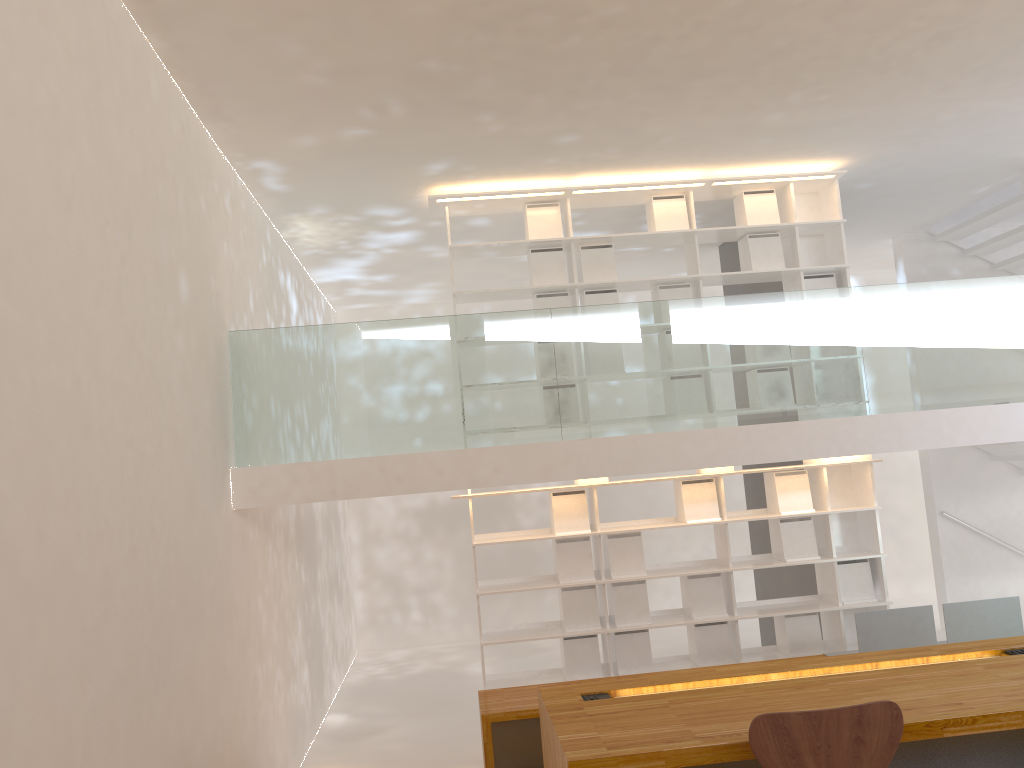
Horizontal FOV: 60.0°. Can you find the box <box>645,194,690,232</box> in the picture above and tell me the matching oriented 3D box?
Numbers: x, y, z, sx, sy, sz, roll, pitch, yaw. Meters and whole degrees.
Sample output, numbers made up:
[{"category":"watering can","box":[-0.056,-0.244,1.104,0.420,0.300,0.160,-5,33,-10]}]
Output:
[{"category":"box","box":[1.144,-1.219,6.513,0.245,0.296,0.274,-4,-5,-5]}]

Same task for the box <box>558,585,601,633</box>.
[{"category":"box","box":[0.467,1.550,6.196,0.245,0.296,0.274,-4,-5,-5]}]

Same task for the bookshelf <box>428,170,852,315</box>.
[{"category":"bookshelf","box":[0.959,-0.539,6.367,2.984,1.836,0.498,-4,-5,-5]}]

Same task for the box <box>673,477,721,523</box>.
[{"category":"box","box":[1.317,0.826,6.326,0.245,0.296,0.274,-4,-5,-5]}]

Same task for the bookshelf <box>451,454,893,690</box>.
[{"category":"bookshelf","box":[1.133,1.506,6.179,2.984,1.836,0.498,-4,-5,-5]}]

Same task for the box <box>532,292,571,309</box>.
[{"category":"box","box":[0.293,-0.495,6.384,0.245,0.296,0.274,-4,-5,-5]}]

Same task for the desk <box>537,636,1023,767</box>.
[{"category":"desk","box":[1.739,1.333,2.939,3.236,0.918,1.285,-4,-5,-5]}]

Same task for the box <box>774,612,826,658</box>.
[{"category":"box","box":[2.034,1.756,6.289,0.245,0.296,0.274,-4,-5,-5]}]

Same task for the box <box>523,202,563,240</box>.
[{"category":"box","box":[0.227,-1.146,6.443,0.245,0.296,0.274,-4,-5,-5]}]

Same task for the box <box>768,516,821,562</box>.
[{"category":"box","box":[2.018,1.101,6.352,0.245,0.296,0.274,-4,-5,-5]}]

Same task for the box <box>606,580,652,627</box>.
[{"category":"box","box":[0.816,1.523,6.224,0.245,0.296,0.274,-4,-5,-5]}]

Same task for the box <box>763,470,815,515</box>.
[{"category":"box","box":[1.992,0.775,6.382,0.245,0.296,0.274,-4,-5,-5]}]

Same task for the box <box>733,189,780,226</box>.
[{"category":"box","box":[1.818,-1.269,6.569,0.245,0.296,0.274,-4,-5,-5]}]

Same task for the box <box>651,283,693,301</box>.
[{"category":"box","box":[1.177,-0.564,6.454,0.245,0.296,0.274,-4,-5,-5]}]

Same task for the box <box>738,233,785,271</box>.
[{"category":"box","box":[1.844,-0.944,6.539,0.245,0.296,0.274,-4,-5,-5]}]

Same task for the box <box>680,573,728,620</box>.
[{"category":"box","box":[1.351,1.481,6.267,0.245,0.296,0.274,-4,-5,-5]}]

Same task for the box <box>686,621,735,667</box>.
[{"category":"box","box":[1.393,1.806,6.238,0.245,0.296,0.274,-4,-5,-5]}]

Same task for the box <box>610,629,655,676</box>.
[{"category":"box","box":[0.831,1.850,6.193,0.245,0.296,0.274,-4,-5,-5]}]

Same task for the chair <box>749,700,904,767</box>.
[{"category":"chair","box":[0.784,1.150,2.311,0.428,0.693,0.381,-4,-5,-5]}]

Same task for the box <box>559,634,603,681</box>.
[{"category":"box","box":[0.475,1.877,6.165,0.245,0.296,0.274,-4,-5,-5]}]

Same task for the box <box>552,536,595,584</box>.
[{"category":"box","box":[0.429,1.224,6.226,0.245,0.296,0.274,-4,-5,-5]}]

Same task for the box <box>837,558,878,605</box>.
[{"category":"box","box":[2.419,1.398,6.352,0.245,0.296,0.274,-4,-5,-5]}]

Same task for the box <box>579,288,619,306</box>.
[{"category":"box","box":[0.643,-0.522,6.412,0.245,0.296,0.274,-4,-5,-5]}]

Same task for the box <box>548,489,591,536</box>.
[{"category":"box","box":[0.401,0.899,6.255,0.245,0.296,0.274,-4,-5,-5]}]

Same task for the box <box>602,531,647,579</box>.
[{"category":"box","box":[0.789,1.197,6.254,0.245,0.296,0.274,-4,-5,-5]}]

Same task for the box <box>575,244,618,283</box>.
[{"category":"box","box":[0.615,-0.848,6.441,0.245,0.296,0.274,-4,-5,-5]}]

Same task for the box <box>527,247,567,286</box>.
[{"category":"box","box":[0.255,-0.821,6.413,0.245,0.296,0.274,-4,-5,-5]}]

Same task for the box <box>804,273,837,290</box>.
[{"category":"box","box":[2.245,-0.647,6.539,0.245,0.296,0.274,-4,-5,-5]}]

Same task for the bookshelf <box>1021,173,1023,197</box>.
[{"category":"bookshelf","box":[5.896,-0.921,6.763,3.666,1.836,0.498,-4,-5,-5]}]
